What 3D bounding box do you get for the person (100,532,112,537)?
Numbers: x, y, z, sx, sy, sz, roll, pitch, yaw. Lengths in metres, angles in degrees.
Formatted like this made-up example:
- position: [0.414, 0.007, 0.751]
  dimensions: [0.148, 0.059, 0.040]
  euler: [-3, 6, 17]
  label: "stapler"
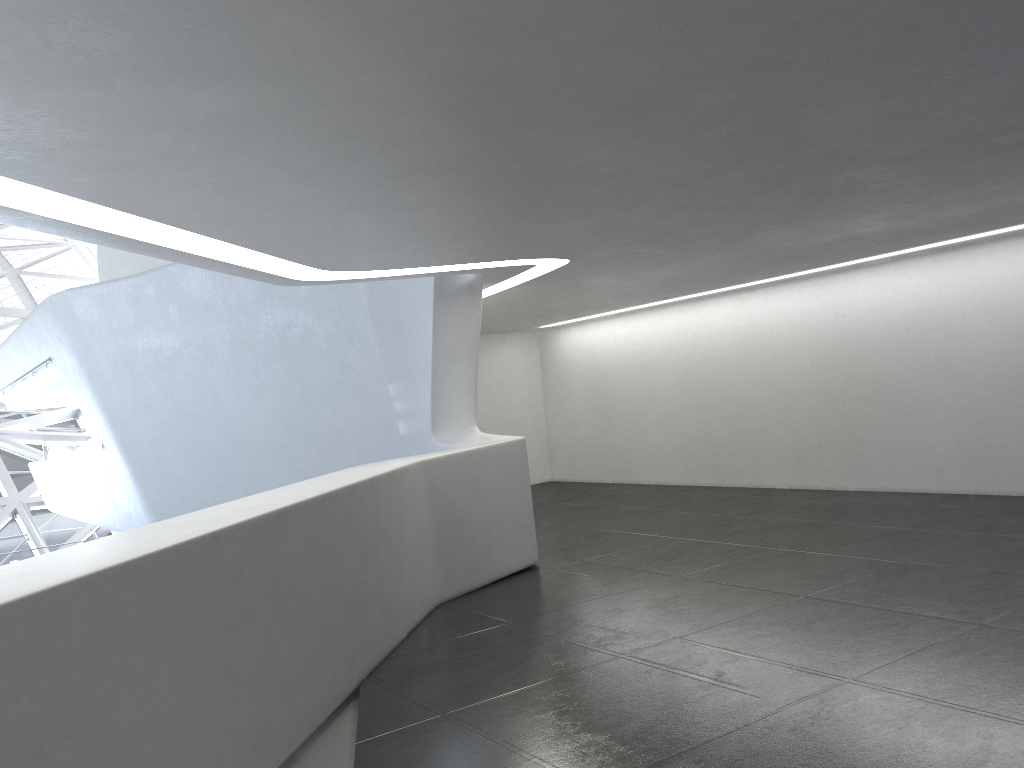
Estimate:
- position: [-16.886, 7.018, 36.474]
  dimensions: [0.875, 1.706, 0.001]
  euler: [-6, -1, -14]
  label: "person"
